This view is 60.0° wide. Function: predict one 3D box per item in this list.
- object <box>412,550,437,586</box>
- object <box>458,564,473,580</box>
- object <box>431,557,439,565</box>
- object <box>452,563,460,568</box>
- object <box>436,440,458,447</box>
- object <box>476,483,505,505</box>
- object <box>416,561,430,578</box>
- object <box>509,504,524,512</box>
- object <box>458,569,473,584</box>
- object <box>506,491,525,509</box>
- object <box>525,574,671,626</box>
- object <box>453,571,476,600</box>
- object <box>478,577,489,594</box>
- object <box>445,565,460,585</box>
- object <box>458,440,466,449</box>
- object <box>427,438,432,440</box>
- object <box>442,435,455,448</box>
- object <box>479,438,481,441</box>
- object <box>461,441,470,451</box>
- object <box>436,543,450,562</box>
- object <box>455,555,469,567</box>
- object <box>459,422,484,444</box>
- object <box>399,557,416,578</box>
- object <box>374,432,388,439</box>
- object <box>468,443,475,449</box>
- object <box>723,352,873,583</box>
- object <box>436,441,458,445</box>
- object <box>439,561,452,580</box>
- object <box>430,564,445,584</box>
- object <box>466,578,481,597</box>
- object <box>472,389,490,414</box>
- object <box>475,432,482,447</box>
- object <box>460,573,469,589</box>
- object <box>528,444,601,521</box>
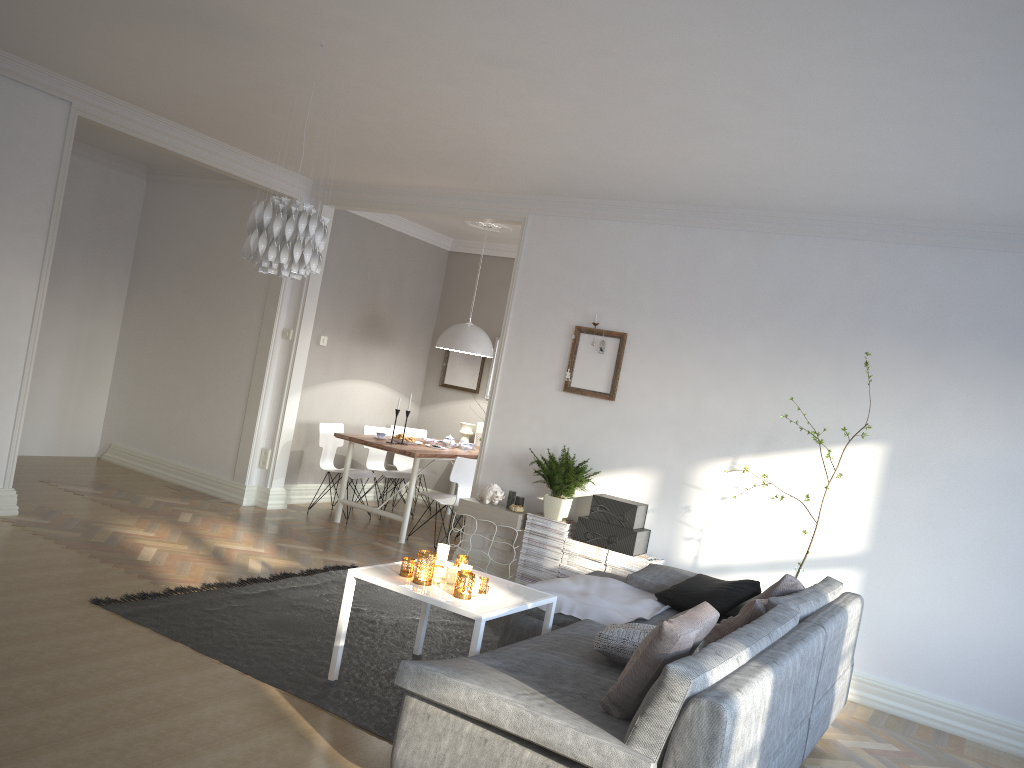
[{"bbox_3d":[-0.387,0.812,3.923,0.090,0.140,0.087,11,1,0],"label":"object"},{"bbox_3d":[-0.218,0.877,4.103,0.060,0.073,0.060,10,1,-35],"label":"object"},{"bbox_3d":[-0.354,0.851,4.141,0.060,0.073,0.060,11,1,10],"label":"object"},{"bbox_3d":[-0.274,0.874,4.157,0.052,0.058,0.050,11,1,-1],"label":"object"},{"bbox_3d":[-0.609,0.557,8.266,0.287,0.020,0.287,11,0,3],"label":"object"},{"bbox_3d":[-0.146,0.766,6.215,0.137,0.150,0.310,10,1,-30],"label":"object"},{"bbox_3d":[-0.402,0.843,3.996,0.060,0.073,0.060,11,1,19],"label":"object"},{"bbox_3d":[0.034,0.853,6.082,0.099,0.046,0.104,11,0,-14],"label":"object"},{"bbox_3d":[-0.211,0.879,4.001,0.060,0.073,0.060,10,1,-35],"label":"object"},{"bbox_3d":[0.027,0.806,6.184,0.123,0.134,0.062,10,1,-19],"label":"object"},{"bbox_3d":[0.410,1.286,4.658,0.725,0.437,0.812,11,1,28],"label":"object"},{"bbox_3d":[-0.205,0.865,3.814,0.080,0.104,0.080,11,1,20],"label":"object"},{"bbox_3d":[-0.127,0.898,3.950,0.054,0.068,0.047,11,1,-10],"label":"object"},{"bbox_3d":[-0.273,0.867,4.022,0.060,0.073,0.060,10,1,-14],"label":"object"},{"bbox_3d":[-0.456,0.553,8.111,0.072,0.086,0.086,11,1,-5],"label":"object"},{"bbox_3d":[-0.758,0.518,8.104,0.057,0.037,0.073,10,1,-22],"label":"object"},{"bbox_3d":[-0.567,0.516,8.022,0.143,0.119,0.124,11,1,34],"label":"object"},{"bbox_3d":[-0.217,0.557,8.511,0.178,0.162,0.169,10,1,-19],"label":"object"},{"bbox_3d":[-0.420,0.560,8.019,0.090,0.086,0.090,10,1,-15],"label":"object"},{"bbox_3d":[-0.322,0.783,4.114,0.060,0.073,0.060,10,1,-44],"label":"object"},{"bbox_3d":[-0.243,0.868,4.274,0.060,0.079,0.060,11,1,24],"label":"object"},{"bbox_3d":[-0.390,0.488,8.907,0.310,0.228,0.172,10,1,-17],"label":"object"},{"bbox_3d":[-0.471,0.827,3.999,0.060,0.079,0.060,11,1,20],"label":"object"},{"bbox_3d":[-1.122,0.445,7.599,0.116,0.056,0.137,10,1,-30],"label":"object"},{"bbox_3d":[-0.392,0.579,8.265,0.116,0.056,0.116,11,0,2],"label":"object"},{"bbox_3d":[1.567,0.584,5.004,0.776,1.675,0.339,10,1,-11],"label":"object"},{"bbox_3d":[-0.609,0.552,8.271,0.202,0.022,0.194,10,0,-40],"label":"object"},{"bbox_3d":[-0.313,0.859,4.089,0.060,0.073,0.060,11,1,10],"label":"object"},{"bbox_3d":[-0.339,0.855,3.987,0.060,0.073,0.060,11,1,19],"label":"object"},{"bbox_3d":[-0.170,0.887,3.878,0.060,0.073,0.060,11,1,-8],"label":"object"},{"bbox_3d":[-0.126,0.258,8.731,0.697,0.781,0.352,11,1,12],"label":"object"},{"bbox_3d":[-0.321,0.552,8.771,0.094,0.132,0.097,11,1,-4],"label":"object"},{"bbox_3d":[-0.202,0.881,3.936,0.060,0.073,0.060,10,1,-35],"label":"object"},{"bbox_3d":[0.317,0.669,5.978,0.437,0.527,0.369,11,1,30],"label":"object"}]
